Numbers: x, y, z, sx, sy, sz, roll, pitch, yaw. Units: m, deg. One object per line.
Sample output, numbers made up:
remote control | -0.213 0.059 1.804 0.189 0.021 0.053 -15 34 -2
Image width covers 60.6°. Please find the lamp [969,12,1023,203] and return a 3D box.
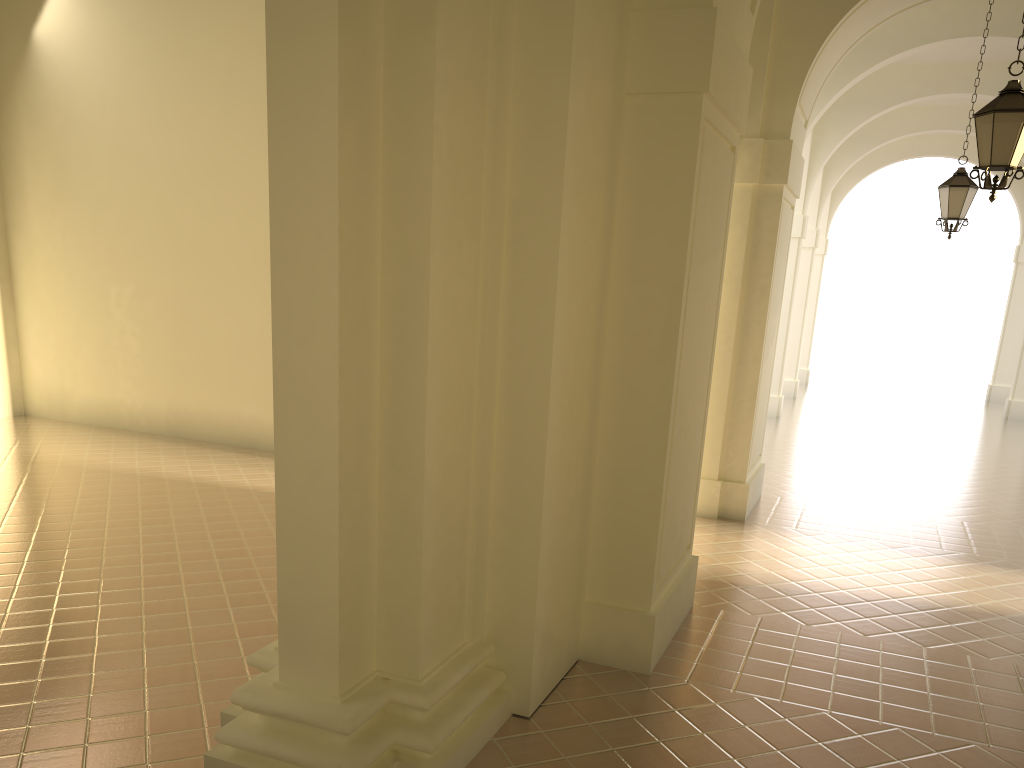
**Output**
lamp | 3.939 -3.115 6.588 0.442 3.444 0.490 1 15 -8

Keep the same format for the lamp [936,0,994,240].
lamp | 5.855 -3.561 11.113 0.506 3.444 0.428 9 16 21
